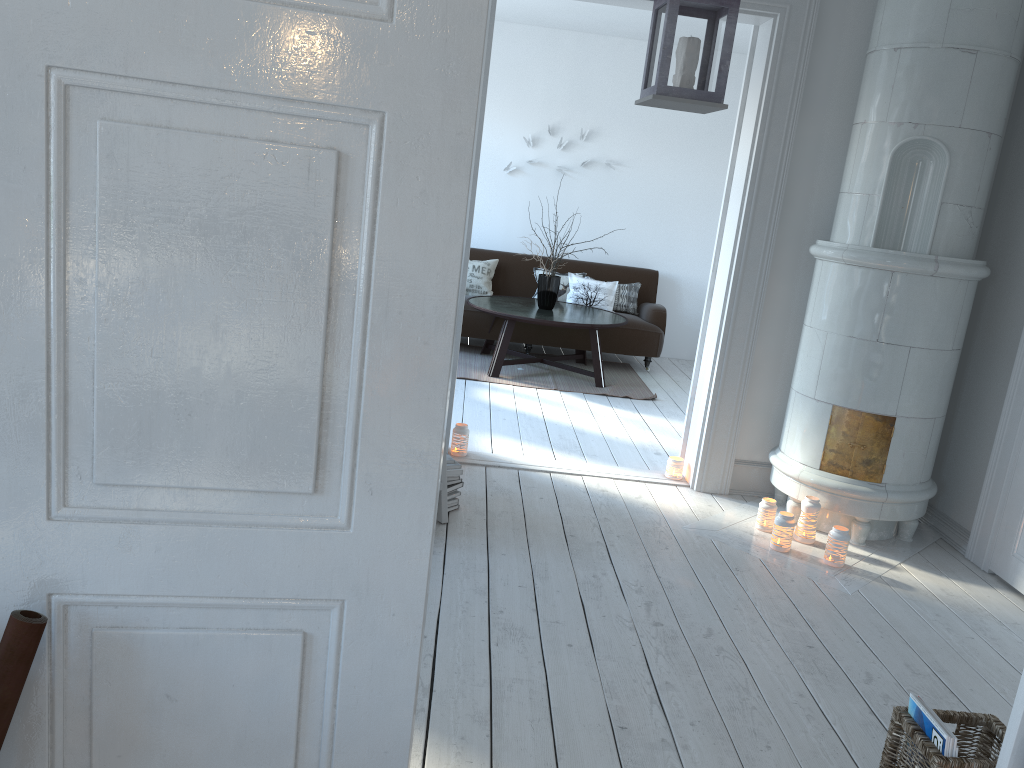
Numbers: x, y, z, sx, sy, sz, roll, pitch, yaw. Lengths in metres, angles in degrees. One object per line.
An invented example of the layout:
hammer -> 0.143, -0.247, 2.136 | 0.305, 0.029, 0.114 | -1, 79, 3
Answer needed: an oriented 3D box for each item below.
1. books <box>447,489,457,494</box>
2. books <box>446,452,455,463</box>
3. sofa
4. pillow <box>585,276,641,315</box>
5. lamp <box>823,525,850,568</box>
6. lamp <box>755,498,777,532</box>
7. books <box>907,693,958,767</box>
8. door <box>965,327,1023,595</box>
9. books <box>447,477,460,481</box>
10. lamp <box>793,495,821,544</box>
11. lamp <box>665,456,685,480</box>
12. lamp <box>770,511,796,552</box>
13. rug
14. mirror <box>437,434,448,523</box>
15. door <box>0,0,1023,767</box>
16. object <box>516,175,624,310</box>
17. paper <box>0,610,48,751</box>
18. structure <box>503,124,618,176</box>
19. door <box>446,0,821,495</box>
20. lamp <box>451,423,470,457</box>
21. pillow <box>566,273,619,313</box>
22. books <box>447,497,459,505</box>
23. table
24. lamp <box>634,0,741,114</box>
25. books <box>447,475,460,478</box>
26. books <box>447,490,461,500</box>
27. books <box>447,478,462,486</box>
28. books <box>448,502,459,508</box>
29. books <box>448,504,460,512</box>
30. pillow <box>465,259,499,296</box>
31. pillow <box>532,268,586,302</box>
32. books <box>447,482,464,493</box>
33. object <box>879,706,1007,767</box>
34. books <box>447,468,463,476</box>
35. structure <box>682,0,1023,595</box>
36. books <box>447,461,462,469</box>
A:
books -> -0.346, 0.451, 3.927 | 0.166, 0.022, 0.128 | 14, 14, 30
books -> -0.328, 0.318, 3.902 | 0.111, 0.014, 0.156 | 2, 14, -24
sofa -> 0.254, -0.696, 7.892 | 2.165, 0.828, 0.964 | 6, 13, -4
pillow -> 0.897, -0.798, 7.998 | 0.542, 0.289, 0.182 | 6, 13, -3
lamp -> 1.402, 0.699, 3.823 | 0.089, 0.166, 0.088 | 6, 13, -4
lamp -> 1.191, 0.611, 4.148 | 0.084, 0.147, 0.083 | 7, 13, 1
books -> 1.076, 0.943, 2.163 | 0.201, 0.301, 0.179 | 6, 13, -4
door -> 2.436, -0.215, 3.074 | 0.306, 2.515, 1.592 | 6, 13, -3
books -> -0.330, 0.393, 3.913 | 0.128, 0.016, 0.176 | -2, 15, -36
lamp -> 1.354, 0.619, 4.054 | 0.098, 0.211, 0.098 | 7, 13, 1
lamp -> 0.871, 0.450, 4.742 | 0.093, 0.110, 0.093 | 10, 13, 13
lamp -> 1.199, 0.652, 3.921 | 0.089, 0.166, 0.088 | 7, 13, -2
rug -> 0.228, -0.144, 7.243 | 1.710, 0.055, 1.450 | 6, 12, -3
mirror -> -0.525, -0.173, 3.579 | 0.610, 1.495, 0.415 | -3, 17, -38
door -> 0.547, -0.097, 1.492 | 2.599, 2.515, 0.575 | 6, 13, -4
object -> 0.457, -1.088, 6.930 | 0.845, 1.070, 0.523 | -1, 15, -32
paper -> -0.796, 0.686, 1.219 | 0.048, 0.750, 0.297 | 19, 18, 40
structure -> 0.457, -2.093, 8.035 | 1.025, 0.480, 0.085 | 6, 13, -4
door -> 0.442, -0.759, 4.419 | 2.599, 2.515, 0.575 | 6, 13, -4
lamp -> -0.273, 0.294, 4.673 | 0.089, 0.166, 0.088 | 6, 13, -4
pillow -> 0.703, -0.807, 7.874 | 0.471, 0.310, 0.187 | 6, 13, -3
books -> -0.343, 0.500, 3.936 | 0.180, 0.016, 0.128 | 18, 16, 40
table -> 0.255, -0.357, 7.165 | 1.300, 0.505, 1.294 | 4, 13, -13
lamp -> 0.613, -1.695, 2.484 | 0.228, 1.769, 0.227 | 5, 13, -7
books -> -0.328, 0.378, 3.907 | 0.128, 0.016, 0.180 | -1, 15, -32
books -> -0.339, 0.473, 3.928 | 0.186, 0.017, 0.132 | 15, 15, 33
books -> -0.328, 0.410, 3.919 | 0.178, 0.016, 0.128 | 17, 16, 38
books -> -0.345, 0.515, 3.942 | 0.176, 0.016, 0.128 | 16, 15, 36
books -> -0.343, 0.532, 3.948 | 0.178, 0.016, 0.128 | 15, 15, 33
pillow -> -0.391, -0.955, 7.917 | 0.519, 0.368, 0.238 | 6, 13, -4
pillow -> 0.409, -0.847, 7.931 | 0.473, 0.349, 0.158 | 6, 13, -5
books -> -0.330, 0.432, 3.915 | 0.193, 0.022, 0.128 | 14, 14, 28
object -> 1.085, 0.977, 2.170 | 0.270, 0.266, 0.223 | 6, 13, -4
books -> -0.317, 0.359, 3.896 | 0.128, 0.027, 0.199 | -1, 15, -31
structure -> 1.643, -0.588, 3.947 | 0.798, 2.839, 1.246 | 18, 17, 40
books -> -0.321, 0.337, 3.894 | 0.132, 0.017, 0.186 | 0, 14, -30
